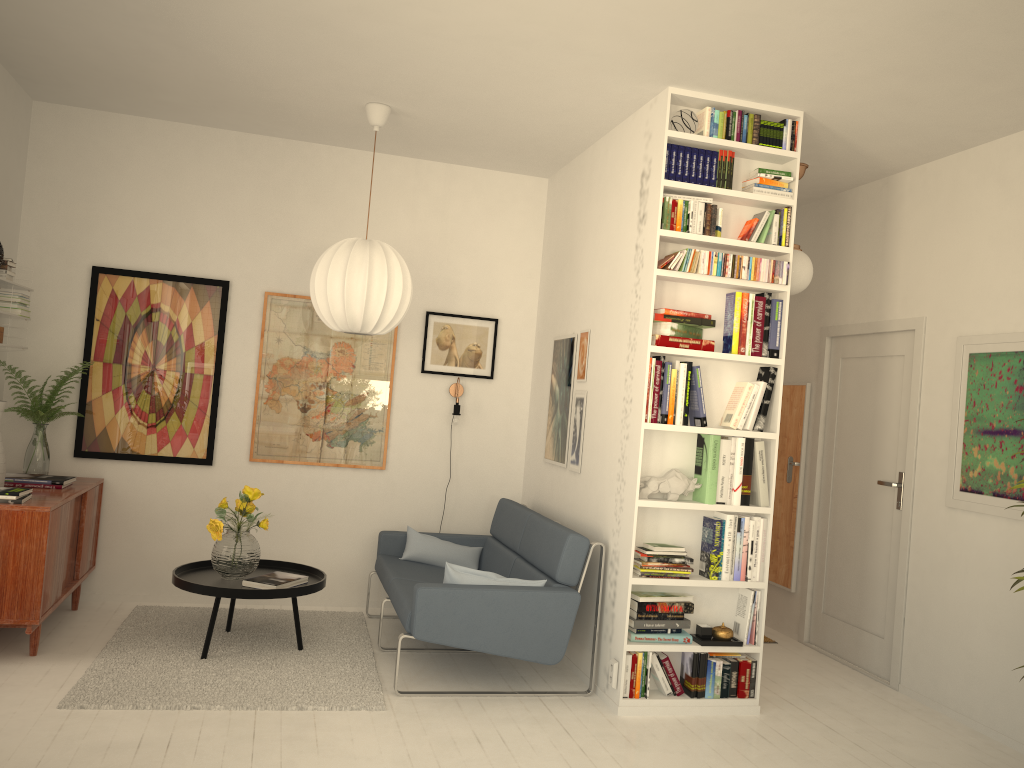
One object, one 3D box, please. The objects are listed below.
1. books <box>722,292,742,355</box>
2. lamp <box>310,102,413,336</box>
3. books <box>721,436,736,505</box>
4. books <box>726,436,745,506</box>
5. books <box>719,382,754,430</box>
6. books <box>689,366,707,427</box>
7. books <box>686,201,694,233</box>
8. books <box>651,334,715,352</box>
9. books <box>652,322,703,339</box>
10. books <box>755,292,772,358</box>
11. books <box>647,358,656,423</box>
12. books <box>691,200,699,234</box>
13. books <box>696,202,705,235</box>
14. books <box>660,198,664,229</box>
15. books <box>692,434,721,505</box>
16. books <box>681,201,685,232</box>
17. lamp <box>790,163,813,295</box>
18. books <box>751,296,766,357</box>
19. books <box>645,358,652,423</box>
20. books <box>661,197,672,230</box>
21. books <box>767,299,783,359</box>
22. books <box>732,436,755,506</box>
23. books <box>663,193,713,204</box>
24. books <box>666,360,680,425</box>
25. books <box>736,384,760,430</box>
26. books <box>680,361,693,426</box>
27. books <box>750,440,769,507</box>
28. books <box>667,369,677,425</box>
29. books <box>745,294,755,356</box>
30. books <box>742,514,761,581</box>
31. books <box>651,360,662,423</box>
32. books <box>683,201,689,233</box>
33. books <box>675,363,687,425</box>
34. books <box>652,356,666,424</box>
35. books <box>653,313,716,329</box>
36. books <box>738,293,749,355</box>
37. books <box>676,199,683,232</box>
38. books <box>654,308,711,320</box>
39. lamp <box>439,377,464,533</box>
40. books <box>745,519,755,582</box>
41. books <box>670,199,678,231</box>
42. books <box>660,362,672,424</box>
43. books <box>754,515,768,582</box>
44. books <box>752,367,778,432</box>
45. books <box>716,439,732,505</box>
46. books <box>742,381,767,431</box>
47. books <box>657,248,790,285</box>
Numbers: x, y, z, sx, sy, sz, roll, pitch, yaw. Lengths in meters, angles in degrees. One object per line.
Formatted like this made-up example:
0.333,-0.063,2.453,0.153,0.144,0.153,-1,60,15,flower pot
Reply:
1.050,-0.291,4.328,0.032,0.300,0.200,5,-2,-15,books
-0.770,-0.879,4.744,0.536,1.229,0.536,4,-2,19,lamp
1.012,0.414,4.316,0.023,0.321,0.235,5,-2,-15,books
1.047,0.416,4.311,0.037,0.324,0.240,5,-2,-15,books
1.081,0.104,4.291,0.115,0.232,0.133,5,-2,-15,books
0.862,0.058,4.256,0.093,0.288,0.200,5,-2,-15,books
0.812,-0.779,4.241,0.012,0.155,0.208,5,-1,-15,books
0.784,-0.189,4.235,0.300,0.056,0.202,5,-1,-15,books
0.785,-0.248,4.245,0.268,0.064,0.128,6,-2,-44,books
1.208,-0.283,4.350,0.039,0.317,0.161,5,-2,-15,books
0.620,0.030,4.202,0.015,0.301,0.207,5,-2,-15,books
0.828,-0.780,4.262,0.028,0.159,0.222,5,-1,-15,books
0.860,-0.775,4.263,0.035,0.158,0.199,5,-1,-15,books
0.668,-0.792,4.231,0.019,0.156,0.205,5,-1,-15,books
0.917,0.403,4.269,0.056,0.328,0.228,5,-2,-15,books
0.771,-0.781,4.246,0.013,0.149,0.208,5,-1,-15,books
1.631,-0.898,5.176,0.275,0.768,0.275,5,-2,-20,lamp
1.162,-0.274,4.338,0.059,0.291,0.182,5,-2,-15,books
0.601,0.028,4.203,0.021,0.301,0.222,5,-2,-15,books
0.701,-0.791,4.214,0.034,0.162,0.197,5,-1,-15,books
1.253,-0.264,4.360,0.054,0.289,0.179,5,-2,-15,books
1.095,0.418,4.319,0.056,0.327,0.202,5,-2,-15,books
0.809,-0.872,4.255,0.255,0.022,0.189,5,-1,-4,books
0.741,0.042,4.235,0.020,0.304,0.193,5,-2,-15,books
1.114,0.110,4.307,0.105,0.225,0.138,5,-2,-15,books
0.804,0.045,4.228,0.033,0.306,0.150,5,-2,-15,books
1.168,0.431,4.344,0.099,0.316,0.229,5,-2,-15,books
0.722,0.061,4.212,0.024,0.260,0.199,5,-2,-15,books
1.118,-0.282,4.334,0.029,0.301,0.185,5,-2,-15,books
1.142,0.790,4.309,0.037,0.308,0.161,5,-2,-15,books
0.645,0.037,4.201,0.032,0.291,0.203,5,-2,-15,books
0.790,-0.783,4.252,0.024,0.155,0.188,5,-1,-15,books
0.769,0.048,4.227,0.032,0.291,0.189,5,-2,-15,books
0.672,0.026,4.208,0.021,0.317,0.179,5,-2,-15,books
0.788,-0.299,4.259,0.314,0.035,0.205,5,-1,-15,books
1.086,-0.285,4.331,0.039,0.302,0.199,5,-2,-15,books
0.758,-0.784,4.227,0.023,0.152,0.199,5,-1,-15,books
0.785,-0.329,4.250,0.266,0.026,0.203,5,-1,-25,books
-0.530,0.650,5.676,0.360,1.416,0.112,5,-2,-14,lamp
1.109,0.794,4.311,0.022,0.291,0.208,5,-2,-15,books
0.730,-0.784,4.225,0.030,0.149,0.202,5,-1,-15,books
0.695,0.043,4.212,0.030,0.289,0.200,5,-2,-15,books
1.169,0.794,4.347,0.039,0.303,0.229,5,-2,-15,books
1.206,0.074,4.347,0.092,0.319,0.179,5,-2,-15,books
0.974,0.418,4.287,0.065,0.311,0.199,5,-2,-15,books
1.151,0.107,4.340,0.092,0.244,0.196,5,-2,-15,books
0.972,-0.558,4.298,0.664,0.110,0.278,5,-1,-14,books
